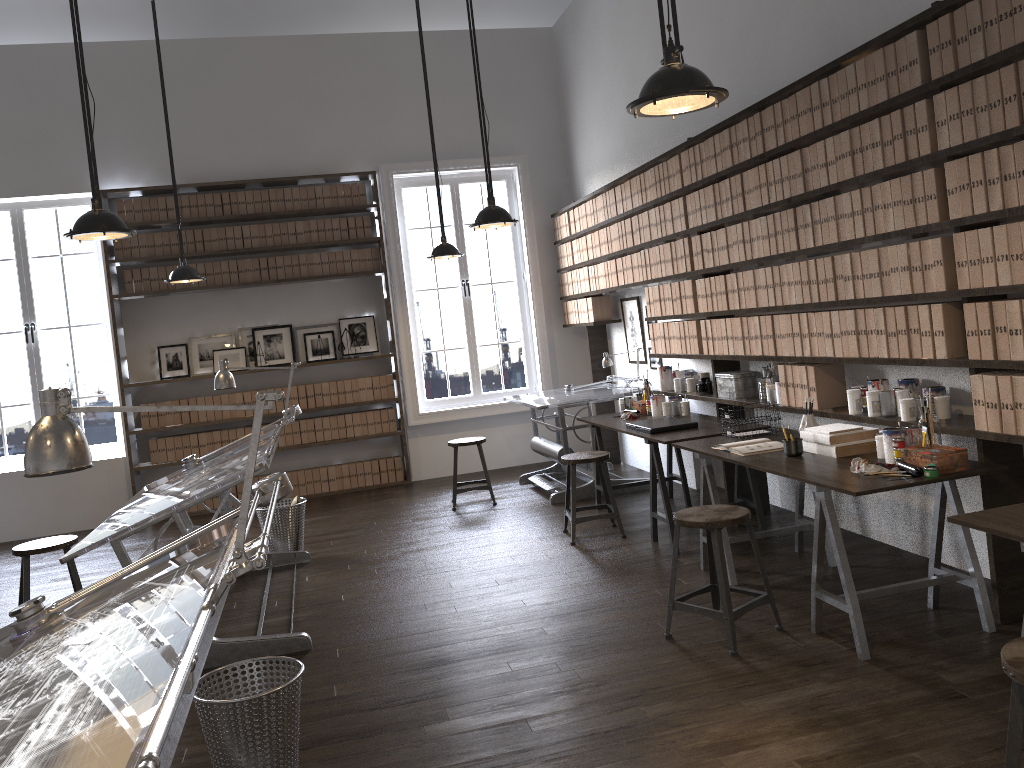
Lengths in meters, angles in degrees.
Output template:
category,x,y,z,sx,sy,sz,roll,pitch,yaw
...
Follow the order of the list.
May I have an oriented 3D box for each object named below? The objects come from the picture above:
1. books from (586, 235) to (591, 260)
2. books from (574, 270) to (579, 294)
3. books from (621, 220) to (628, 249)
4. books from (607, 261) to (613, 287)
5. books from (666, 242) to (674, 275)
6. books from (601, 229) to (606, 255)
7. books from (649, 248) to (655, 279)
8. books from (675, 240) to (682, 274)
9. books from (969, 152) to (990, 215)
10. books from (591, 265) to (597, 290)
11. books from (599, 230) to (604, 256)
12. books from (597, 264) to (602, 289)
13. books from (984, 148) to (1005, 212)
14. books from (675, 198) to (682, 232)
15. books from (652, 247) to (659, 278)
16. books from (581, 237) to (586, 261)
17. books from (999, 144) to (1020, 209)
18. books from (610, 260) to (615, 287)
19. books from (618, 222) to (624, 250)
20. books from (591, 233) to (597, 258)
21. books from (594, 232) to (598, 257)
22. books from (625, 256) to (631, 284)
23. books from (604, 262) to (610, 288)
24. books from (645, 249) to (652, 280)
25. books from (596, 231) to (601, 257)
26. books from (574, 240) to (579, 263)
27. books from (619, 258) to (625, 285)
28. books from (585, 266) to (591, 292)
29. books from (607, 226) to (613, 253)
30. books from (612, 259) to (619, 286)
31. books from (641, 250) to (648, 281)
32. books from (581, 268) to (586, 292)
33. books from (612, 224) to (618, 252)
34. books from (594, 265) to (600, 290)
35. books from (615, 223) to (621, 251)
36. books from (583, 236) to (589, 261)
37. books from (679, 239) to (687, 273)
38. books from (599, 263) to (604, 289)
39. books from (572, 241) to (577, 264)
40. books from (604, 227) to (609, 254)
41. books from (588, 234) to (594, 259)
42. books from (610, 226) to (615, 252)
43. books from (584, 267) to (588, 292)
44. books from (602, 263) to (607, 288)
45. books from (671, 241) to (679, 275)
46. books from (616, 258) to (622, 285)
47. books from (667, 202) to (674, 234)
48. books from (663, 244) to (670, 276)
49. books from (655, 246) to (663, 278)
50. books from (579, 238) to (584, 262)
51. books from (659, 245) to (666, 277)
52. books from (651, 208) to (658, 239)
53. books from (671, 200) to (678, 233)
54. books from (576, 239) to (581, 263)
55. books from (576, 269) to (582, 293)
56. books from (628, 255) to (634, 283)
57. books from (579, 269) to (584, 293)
category,x,y,z,sx,sy,sz,roll,pitch,yaw
books,0.760,-1.209,7.812,0.175,0.225,0.066,-7,1,-13
books,0.680,-0.961,8.265,0.175,0.225,0.066,-7,1,-13
books,0.958,-1.172,6.934,0.175,0.225,0.066,-7,1,-13
books,0.894,-0.916,7.351,0.175,0.225,0.066,-7,1,-13
books,1.170,-0.871,6.122,0.175,0.225,0.067,-7,1,-13
books,0.848,-1.191,7.412,0.175,0.225,0.066,-7,1,-13
books,1.101,-0.886,6.457,0.174,0.225,0.066,-7,1,-13
books,1.207,-0.866,5.988,0.174,0.225,0.066,-7,1,-13
books,1.813,-0.753,3.308,0.175,0.225,0.066,-7,1,-13
books,0.798,-0.933,7.758,0.175,0.225,0.067,-7,1,-13
books,0.835,-1.194,7.473,0.175,0.225,0.066,-7,1,-13
books,0.835,-0.928,7.622,0.174,0.225,0.066,-7,1,-13
books,1.833,-0.750,3.238,0.174,0.225,0.066,-7,1,-13
books,1.190,-1.129,5.913,0.175,0.225,0.066,-7,1,-13
books,1.114,-0.883,6.389,0.175,0.225,0.066,-7,1,-13
books,0.727,-1.215,7.957,0.175,0.225,0.066,-7,1,-13
books,1.852,-0.748,3.171,0.174,0.225,0.066,-7,1,-13
books,0.911,-0.913,7.288,0.175,0.225,0.066,-7,1,-13
books,0.940,-1.174,6.995,0.175,0.225,0.067,-7,1,-13
books,0.791,-1.203,7.673,0.174,0.225,0.066,-7,1,-13
books,0.807,-1.200,7.604,0.175,0.225,0.066,-7,1,-13
books,0.991,-0.899,6.935,0.175,0.225,0.066,-7,1,-13
books,0.876,-0.918,7.412,0.175,0.225,0.067,-7,1,-13
books,1.081,-0.888,6.524,0.174,0.225,0.066,-7,1,-13
books,0.816,-1.196,7.537,0.175,0.225,0.067,-7,1,-13
books,0.675,-1.222,8.152,0.175,0.225,0.066,-7,1,-13
books,0.956,-0.904,7.072,0.174,0.225,0.066,-7,1,-13
books,0.758,-0.946,7.924,0.175,0.225,0.067,-7,1,-13
books,0.882,-1.186,7.273,0.175,0.225,0.066,-7,1,-13
books,0.922,-0.910,7.214,0.175,0.225,0.067,-7,1,-13
books,1.062,-0.891,6.594,0.175,0.225,0.066,-7,1,-13
books,0.732,-0.953,8.060,0.175,0.225,0.066,-7,1,-13
books,0.911,-1.180,7.136,0.174,0.225,0.066,-7,1,-13
books,0.818,-0.930,7.690,0.175,0.225,0.066,-7,1,-13
books,0.924,-1.177,7.065,0.175,0.225,0.066,-7,1,-13
books,0.738,-1.211,7.884,0.175,0.225,0.067,-7,1,-13
books,1.218,-0.863,5.919,0.174,0.225,0.066,-7,1,-13
books,0.847,-0.924,7.554,0.174,0.225,0.066,-7,1,-13
books,0.662,-1.225,8.223,0.174,0.225,0.066,-7,1,-13
books,0.862,-1.188,7.340,0.175,0.225,0.067,-7,1,-13
books,0.771,-1.205,7.742,0.174,0.225,0.066,-7,1,-13
books,0.899,-1.183,7.205,0.174,0.225,0.066,-7,1,-13
books,0.748,-0.950,7.987,0.175,0.225,0.066,-7,1,-13
books,0.860,-0.921,7.482,0.175,0.225,0.066,-7,1,-13
books,1.191,-0.869,6.058,0.175,0.225,0.066,-7,1,-13
books,0.944,-0.907,7.142,0.175,0.225,0.066,-7,1,-13
books,1.159,-1.134,6.039,0.175,0.225,0.067,-7,1,-13
books,1.160,-0.875,6.188,0.175,0.225,0.066,-7,1,-13
books,1.126,-0.880,6.319,0.175,0.225,0.067,-7,1,-13
books,0.710,-1.217,8.021,0.175,0.225,0.066,-7,1,-13
books,1.144,-0.877,6.249,0.175,0.225,0.066,-7,1,-13
books,1.099,-1.146,6.315,0.175,0.225,0.066,-7,1,-13
books,1.178,-1.132,5.975,0.175,0.225,0.066,-7,1,-13
books,0.691,-1.219,8.081,0.175,0.225,0.067,-7,1,-13
books,0.699,-0.958,8.195,0.174,0.225,0.066,-7,1,-13
books,1.000,-0.895,6.868,0.175,0.225,0.067,-7,1,-13
books,0.719,-0.956,8.128,0.174,0.225,0.066,-7,1,-13
